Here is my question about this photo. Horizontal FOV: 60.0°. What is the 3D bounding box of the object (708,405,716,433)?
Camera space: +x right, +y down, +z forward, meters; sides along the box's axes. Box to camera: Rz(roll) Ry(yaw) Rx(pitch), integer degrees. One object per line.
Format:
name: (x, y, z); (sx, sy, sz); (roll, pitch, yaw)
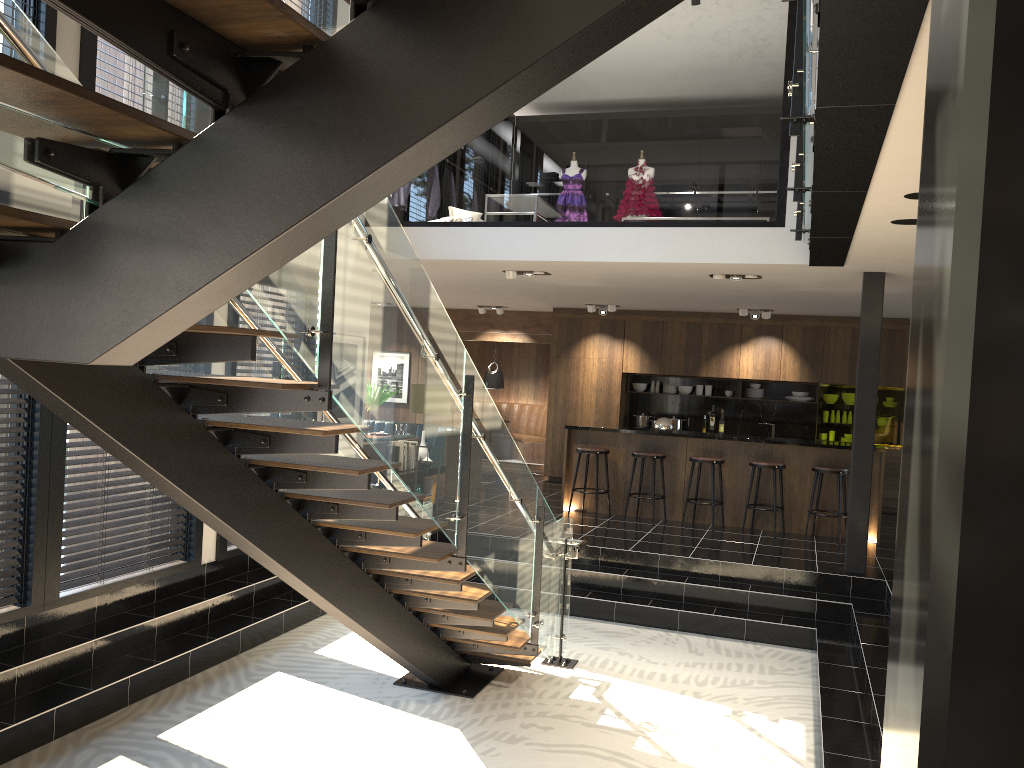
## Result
object: (3.097, 0.551, 13.769); (0.133, 0.451, 0.116); (4, 1, 18)

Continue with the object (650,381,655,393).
object: (2.216, 0.041, 13.968); (0.060, 0.185, 0.060); (2, 2, -40)

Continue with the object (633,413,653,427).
object: (2.046, 0.561, 13.898); (0.255, 0.218, 0.236); (3, 1, -24)

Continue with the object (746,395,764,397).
object: (3.708, 0.193, 13.553); (0.269, 0.024, 0.269); (3, 1, -34)

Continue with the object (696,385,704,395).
object: (2.903, 0.096, 13.718); (0.109, 0.161, 0.109); (3, 1, 1)

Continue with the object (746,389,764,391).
object: (3.713, 0.100, 13.551); (0.269, 0.024, 0.269); (3, 1, -34)

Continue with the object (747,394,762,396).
object: (3.709, 0.174, 13.552); (0.269, 0.024, 0.269); (3, 1, -34)

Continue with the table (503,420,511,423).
table: (-0.383, 0.948, 15.380); (0.702, 0.644, 0.702); (3, 1, -7)

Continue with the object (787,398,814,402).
object: (4.318, 0.240, 13.281); (0.438, 0.039, 0.438); (3, 1, -36)

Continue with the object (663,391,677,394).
object: (2.470, 0.138, 13.876); (0.220, 0.033, 0.220); (3, 1, 15)

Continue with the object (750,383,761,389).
object: (3.713, 0.040, 13.550); (0.168, 0.087, 0.168); (4, 1, 38)

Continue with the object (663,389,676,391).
object: (2.472, 0.103, 13.875); (0.220, 0.033, 0.220); (3, 1, 15)

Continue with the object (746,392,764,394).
object: (3.710, 0.147, 13.552); (0.269, 0.024, 0.269); (3, 1, -34)

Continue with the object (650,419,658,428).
object: (2.258, 0.613, 13.732); (0.210, 0.143, 0.195); (3, 1, -24)

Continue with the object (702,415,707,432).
object: (2.996, 0.628, 13.798); (0.057, 0.287, 0.058); (4, 2, 31)

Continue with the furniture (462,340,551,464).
furniture: (-0.196, 0.139, 15.804); (2.638, 2.336, 1.174); (3, 1, 17)

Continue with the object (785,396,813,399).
object: (4.319, 0.213, 13.280); (0.438, 0.039, 0.438); (3, 1, -36)

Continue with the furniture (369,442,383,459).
furniture: (-2.589, 0.942, 10.365); (2.609, 0.822, 1.365); (3, 1, 18)

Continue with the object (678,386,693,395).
object: (2.697, 0.101, 13.811); (0.234, 0.138, 0.234); (4, 1, 38)

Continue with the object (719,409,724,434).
object: (3.248, 0.589, 13.727); (0.077, 0.395, 0.077); (2, 1, -30)

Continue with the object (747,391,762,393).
object: (3.711, 0.127, 13.551); (0.269, 0.024, 0.269); (3, 1, -34)

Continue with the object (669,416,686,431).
object: (2.468, 0.598, 13.541); (0.300, 0.218, 0.278); (3, 1, -39)

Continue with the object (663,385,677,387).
object: (2.475, 0.045, 13.874); (0.220, 0.033, 0.220); (3, 1, 15)

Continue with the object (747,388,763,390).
object: (3.714, 0.083, 13.550); (0.269, 0.024, 0.269); (3, 1, -34)

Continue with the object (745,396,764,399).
object: (3.707, 0.209, 13.553); (0.269, 0.024, 0.269); (3, 1, -34)

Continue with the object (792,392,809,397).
object: (4.320, 0.165, 13.282); (0.254, 0.088, 0.254); (4, 1, 43)

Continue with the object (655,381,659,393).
object: (2.288, 0.045, 13.944); (0.060, 0.185, 0.060); (3, 1, -13)

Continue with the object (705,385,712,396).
object: (3.030, 0.103, 13.677); (0.109, 0.161, 0.109); (4, 1, 31)

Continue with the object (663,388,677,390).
object: (2.473, 0.090, 13.875); (0.220, 0.033, 0.220); (3, 1, 15)

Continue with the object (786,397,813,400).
object: (4.319, 0.228, 13.281); (0.438, 0.039, 0.438); (3, 1, -36)

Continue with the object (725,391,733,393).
object: (3.332, 0.141, 13.602); (0.122, 0.072, 0.122); (4, 1, 43)

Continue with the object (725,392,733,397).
object: (3.330, 0.165, 13.603); (0.122, 0.072, 0.122); (4, 1, 43)

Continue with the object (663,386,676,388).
object: (2.475, 0.057, 13.874); (0.220, 0.033, 0.220); (3, 1, 15)
